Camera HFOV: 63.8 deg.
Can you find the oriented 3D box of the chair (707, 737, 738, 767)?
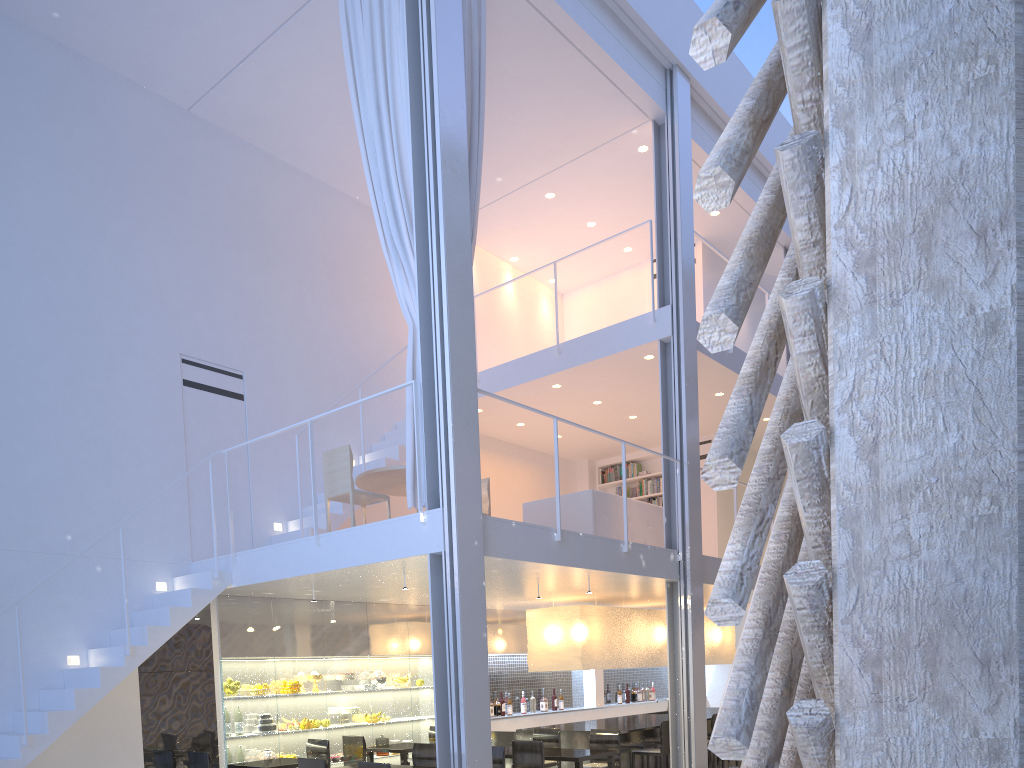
[{"bbox_3d":[1.569,2.596,6.018,0.243,0.426,0.191,-4,-2,37],"label":"chair"}]

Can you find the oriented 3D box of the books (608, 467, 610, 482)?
[{"bbox_3d":[0.868,0.799,7.163,0.011,0.141,0.087,0,-1,40],"label":"books"}]

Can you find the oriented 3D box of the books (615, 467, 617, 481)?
[{"bbox_3d":[0.922,0.783,7.120,0.025,0.141,0.085,0,-1,40],"label":"books"}]

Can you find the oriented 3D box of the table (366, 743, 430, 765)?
[{"bbox_3d":[-0.669,2.426,5.154,0.368,0.319,0.360,-10,-12,39],"label":"table"}]

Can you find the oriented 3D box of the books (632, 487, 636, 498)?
[{"bbox_3d":[1.058,0.938,7.041,0.041,0.098,0.063,-3,-3,39],"label":"books"}]

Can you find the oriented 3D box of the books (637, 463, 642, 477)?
[{"bbox_3d":[1.082,0.740,6.995,0.006,0.125,0.073,0,-1,40],"label":"books"}]

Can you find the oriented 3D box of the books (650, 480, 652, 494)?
[{"bbox_3d":[-0.111,1.267,5.810,3.660,1.565,0.029,12,-7,-40],"label":"books"}]

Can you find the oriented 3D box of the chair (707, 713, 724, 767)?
[{"bbox_3d":[1.338,2.518,5.769,0.243,0.426,0.191,-4,-2,34],"label":"chair"}]

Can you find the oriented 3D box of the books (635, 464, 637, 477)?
[{"bbox_3d":[1.071,0.743,6.993,0.006,0.117,0.091,0,-3,40],"label":"books"}]

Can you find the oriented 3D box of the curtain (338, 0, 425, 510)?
[{"bbox_3d":[-0.499,-0.641,3.382,0.517,2.353,0.097,-1,3,36],"label":"curtain"}]

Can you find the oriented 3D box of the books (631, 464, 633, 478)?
[{"bbox_3d":[1.050,0.748,7.009,0.015,0.120,0.094,0,-3,40],"label":"books"}]

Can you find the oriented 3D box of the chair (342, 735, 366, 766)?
[{"bbox_3d":[-0.865,2.334,4.998,0.194,0.425,0.240,-3,-3,39],"label":"chair"}]

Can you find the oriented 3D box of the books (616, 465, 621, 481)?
[{"bbox_3d":[0.936,0.778,7.108,0.025,0.141,0.085,0,-1,40],"label":"books"}]

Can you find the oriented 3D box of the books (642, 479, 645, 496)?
[{"bbox_3d":[1.127,0.885,6.968,0.011,0.149,0.083,0,0,40],"label":"books"}]

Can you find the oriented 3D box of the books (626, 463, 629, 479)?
[{"bbox_3d":[1.007,0.755,7.046,0.010,0.137,0.090,0,-2,40],"label":"books"}]

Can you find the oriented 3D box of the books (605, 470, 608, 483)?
[{"bbox_3d":[0.844,0.818,7.194,0.021,0.127,0.071,0,-1,40],"label":"books"}]

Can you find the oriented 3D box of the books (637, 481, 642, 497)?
[{"bbox_3d":[1.090,0.903,7.001,0.015,0.138,0.080,0,-1,40],"label":"books"}]

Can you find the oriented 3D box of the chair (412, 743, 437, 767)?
[{"bbox_3d":[-0.490,1.985,4.040,0.194,0.425,0.240,-3,-3,39],"label":"chair"}]

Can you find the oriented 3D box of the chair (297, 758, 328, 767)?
[{"bbox_3d":[-0.791,1.870,3.679,0.194,0.425,0.240,-3,-3,39],"label":"chair"}]

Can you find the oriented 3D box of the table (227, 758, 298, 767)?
[{"bbox_3d":[-1.268,2.198,4.435,0.368,0.319,0.360,-10,-12,39],"label":"table"}]

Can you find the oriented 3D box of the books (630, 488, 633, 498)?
[{"bbox_3d":[1.040,0.943,7.053,0.041,0.098,0.063,-3,-3,39],"label":"books"}]

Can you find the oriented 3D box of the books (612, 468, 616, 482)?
[{"bbox_3d":[0.900,0.795,7.131,0.007,0.125,0.097,0,-3,40],"label":"books"}]

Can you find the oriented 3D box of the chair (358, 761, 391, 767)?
[{"bbox_3d":[-0.475,1.766,3.417,0.194,0.425,0.240,-3,-3,39],"label":"chair"}]

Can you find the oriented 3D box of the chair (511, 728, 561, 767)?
[{"bbox_3d":[0.141,2.225,4.799,0.194,0.425,0.240,-3,-3,39],"label":"chair"}]

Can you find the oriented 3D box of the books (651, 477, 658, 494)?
[{"bbox_3d":[-0.118,1.291,5.826,3.655,1.653,0.030,11,-6,-39],"label":"books"}]

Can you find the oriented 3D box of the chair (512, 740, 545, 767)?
[{"bbox_3d":[0.156,2.007,4.175,0.194,0.425,0.240,-3,-3,39],"label":"chair"}]

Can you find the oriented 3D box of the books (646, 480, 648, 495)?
[{"bbox_3d":[1.156,0.882,6.937,0.008,0.130,0.097,0,-2,40],"label":"books"}]

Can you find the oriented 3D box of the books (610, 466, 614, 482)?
[{"bbox_3d":[0.878,0.793,7.156,0.011,0.149,0.083,0,0,40],"label":"books"}]

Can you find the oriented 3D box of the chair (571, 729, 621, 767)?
[{"bbox_3d":[0.456,2.121,4.537,0.194,0.425,0.240,-3,-3,39],"label":"chair"}]

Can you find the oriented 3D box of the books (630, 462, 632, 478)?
[{"bbox_3d":[1.034,0.744,7.023,0.009,0.141,0.091,0,-1,40],"label":"books"}]

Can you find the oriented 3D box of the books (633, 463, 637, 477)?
[{"bbox_3d":[1.061,0.742,6.998,0.015,0.125,0.096,0,-3,40],"label":"books"}]

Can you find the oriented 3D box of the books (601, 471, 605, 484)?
[{"bbox_3d":[0.808,0.827,7.208,0.006,0.120,0.096,0,-3,40],"label":"books"}]

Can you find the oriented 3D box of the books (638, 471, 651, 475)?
[{"bbox_3d":[1.123,0.756,6.959,0.065,0.020,0.098,14,-24,-42],"label":"books"}]

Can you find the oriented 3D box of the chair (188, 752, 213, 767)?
[{"bbox_3d":[-1.496,2.093,4.239,0.194,0.425,0.240,-3,-3,39],"label":"chair"}]

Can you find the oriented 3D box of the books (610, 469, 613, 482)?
[{"bbox_3d":[0.889,0.802,7.143,0.021,0.120,0.093,0,-3,40],"label":"books"}]

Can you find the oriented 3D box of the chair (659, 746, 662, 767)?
[{"bbox_3d":[1.130,2.432,5.502,0.243,0.426,0.191,-4,-2,37],"label":"chair"}]

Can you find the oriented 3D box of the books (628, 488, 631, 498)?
[{"bbox_3d":[1.025,0.949,7.069,0.041,0.098,0.063,-3,-3,39],"label":"books"}]

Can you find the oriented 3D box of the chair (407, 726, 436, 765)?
[{"bbox_3d":[-0.542,2.457,5.385,0.194,0.425,0.240,-3,-3,39],"label":"chair"}]

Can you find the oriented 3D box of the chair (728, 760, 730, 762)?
[{"bbox_3d":[1.788,2.678,6.276,0.244,0.426,0.191,-5,-2,41],"label":"chair"}]

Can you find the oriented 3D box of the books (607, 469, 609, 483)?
[{"bbox_3d":[0.860,0.813,7.180,0.021,0.127,0.071,0,-1,40],"label":"books"}]

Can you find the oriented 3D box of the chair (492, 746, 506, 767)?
[{"bbox_3d":[-0.175,1.881,3.778,0.194,0.425,0.240,-3,-3,39],"label":"chair"}]

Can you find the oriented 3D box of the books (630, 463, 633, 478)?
[{"bbox_3d":[1.039,0.746,7.015,0.008,0.130,0.097,0,-2,40],"label":"books"}]

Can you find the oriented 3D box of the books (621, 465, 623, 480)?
[{"bbox_3d":[0.967,0.769,7.085,0.027,0.139,0.080,0,-1,40],"label":"books"}]

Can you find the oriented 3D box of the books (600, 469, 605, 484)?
[{"bbox_3d":[0.802,0.822,7.217,0.015,0.138,0.090,0,-2,40],"label":"books"}]

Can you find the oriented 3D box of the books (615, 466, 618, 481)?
[{"bbox_3d":[0.929,0.780,7.114,0.025,0.141,0.085,0,-1,40],"label":"books"}]

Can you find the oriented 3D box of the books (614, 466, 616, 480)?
[{"bbox_3d":[0.915,0.785,7.126,0.025,0.141,0.085,0,-1,40],"label":"books"}]

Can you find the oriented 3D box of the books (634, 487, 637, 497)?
[{"bbox_3d":[1.074,0.932,7.026,0.041,0.098,0.063,-3,-3,39],"label":"books"}]

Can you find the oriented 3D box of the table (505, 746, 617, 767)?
[{"bbox_3d":[0.098,2.174,4.518,0.944,0.314,0.360,-16,-16,38],"label":"table"}]

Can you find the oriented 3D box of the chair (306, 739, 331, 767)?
[{"bbox_3d":[-1.173,2.216,4.627,0.194,0.425,0.240,-3,-3,39],"label":"chair"}]

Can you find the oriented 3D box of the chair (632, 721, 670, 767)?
[{"bbox_3d":[0.910,2.351,5.244,0.244,0.426,0.191,-5,-2,41],"label":"chair"}]

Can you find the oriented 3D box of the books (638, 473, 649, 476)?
[{"bbox_3d":[1.124,0.779,6.966,0.097,0.020,0.065,-17,-23,38],"label":"books"}]

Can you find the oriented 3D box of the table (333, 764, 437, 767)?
[{"bbox_3d":[-0.500,1.946,3.798,0.944,0.314,0.360,-16,-16,38],"label":"table"}]
